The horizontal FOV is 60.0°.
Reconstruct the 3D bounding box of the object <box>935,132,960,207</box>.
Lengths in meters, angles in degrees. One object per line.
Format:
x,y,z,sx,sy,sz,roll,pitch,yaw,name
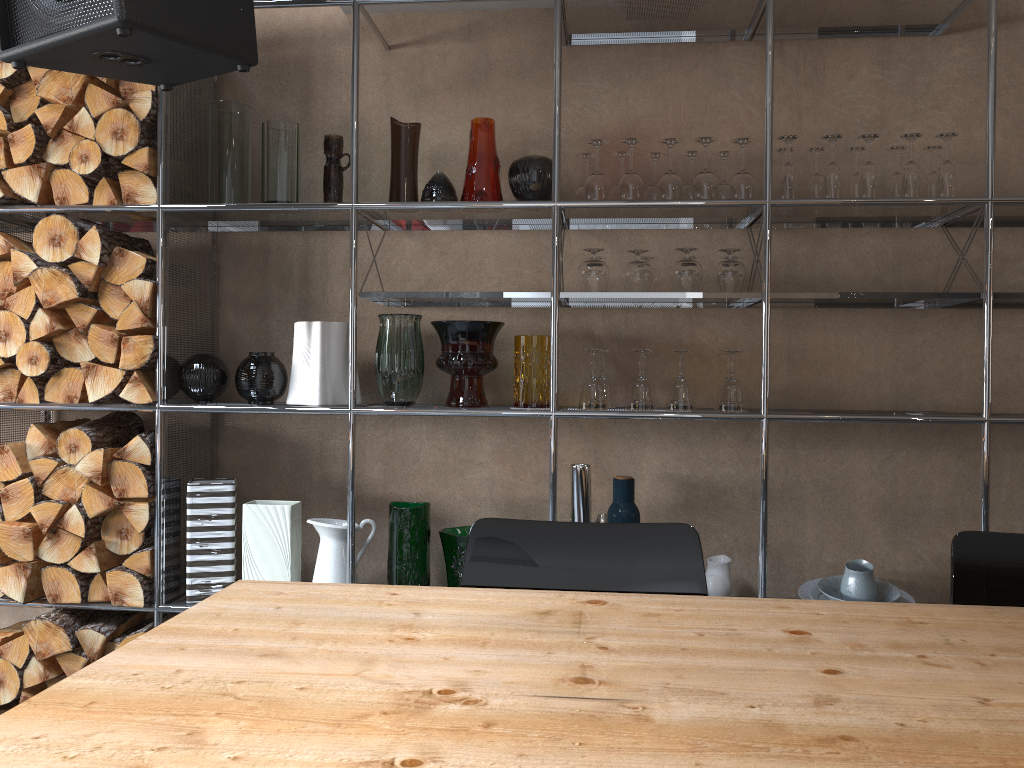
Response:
1.180,-0.579,2.405,0.060,0.191,0.060,1,1,32,object

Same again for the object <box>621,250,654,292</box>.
0.356,-0.314,2.509,0.092,0.124,0.092,1,1,32,object

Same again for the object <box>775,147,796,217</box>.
0.794,-0.585,2.577,0.060,0.191,0.060,1,1,32,object

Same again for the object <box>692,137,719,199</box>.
0.536,-0.584,2.458,0.071,0.184,0.070,0,1,-18,object

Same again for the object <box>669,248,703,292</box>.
0.484,-0.312,2.462,0.092,0.124,0.092,1,1,32,object

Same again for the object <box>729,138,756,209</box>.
0.641,-0.583,2.463,0.071,0.184,0.070,0,1,-18,object

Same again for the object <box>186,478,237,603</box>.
-0.892,0.461,2.634,0.139,0.347,0.140,0,1,-14,object

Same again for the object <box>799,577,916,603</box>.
0.981,0.614,2.530,0.311,0.058,0.308,1,1,14,object

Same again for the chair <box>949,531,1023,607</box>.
0.966,0.679,1.339,0.527,0.825,0.599,1,1,6,chair

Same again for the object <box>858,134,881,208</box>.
0.976,-0.582,2.426,0.060,0.191,0.060,1,1,32,object

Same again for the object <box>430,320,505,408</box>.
-0.130,-0.056,2.567,0.216,0.244,0.218,1,1,-4,object

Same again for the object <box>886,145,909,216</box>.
1.106,-0.582,2.546,0.060,0.191,0.060,1,1,32,object

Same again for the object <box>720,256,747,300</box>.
0.648,-0.312,2.620,0.092,0.124,0.092,1,1,32,object

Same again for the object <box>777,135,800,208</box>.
0.762,-0.584,2.447,0.060,0.191,0.060,1,1,32,object

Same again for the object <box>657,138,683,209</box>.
0.442,-0.585,2.475,0.071,0.184,0.070,0,1,-18,object

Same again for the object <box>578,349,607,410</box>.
0.229,-0.013,2.505,0.081,0.170,0.081,1,1,32,object

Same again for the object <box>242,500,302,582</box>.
-0.703,0.491,2.601,0.148,0.287,0.092,1,1,6,object

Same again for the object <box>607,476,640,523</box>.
0.332,0.462,2.649,0.099,0.372,0.099,0,1,-35,object

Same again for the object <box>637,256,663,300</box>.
0.403,-0.315,2.644,0.092,0.124,0.092,1,1,32,object

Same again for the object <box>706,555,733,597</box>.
0.598,0.580,2.592,0.102,0.142,0.100,0,1,-15,object

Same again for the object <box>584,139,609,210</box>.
0.238,-0.588,2.493,0.071,0.184,0.070,0,1,-18,object

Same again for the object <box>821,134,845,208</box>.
0.880,-0.583,2.435,0.060,0.191,0.060,1,1,32,object

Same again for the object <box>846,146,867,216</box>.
0.994,-0.583,2.557,0.060,0.191,0.060,1,1,42,object

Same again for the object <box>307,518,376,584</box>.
-0.509,0.515,2.601,0.146,0.245,0.171,1,1,36,object

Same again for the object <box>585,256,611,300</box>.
0.252,-0.316,2.660,0.092,0.124,0.092,1,1,32,object

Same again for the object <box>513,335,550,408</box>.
0.065,-0.035,2.546,0.120,0.206,0.120,0,1,-37,object

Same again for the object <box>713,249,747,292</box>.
0.606,-0.310,2.470,0.092,0.124,0.092,1,1,32,object

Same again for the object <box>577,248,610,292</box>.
0.230,-0.315,2.493,0.092,0.124,0.092,1,1,32,object

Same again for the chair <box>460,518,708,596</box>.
0.105,0.669,1.426,0.527,0.825,0.599,1,1,6,chair

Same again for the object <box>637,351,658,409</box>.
0.395,-0.013,2.647,0.081,0.170,0.081,1,1,2,object

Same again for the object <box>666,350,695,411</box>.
0.473,-0.010,2.489,0.081,0.170,0.081,1,1,2,object

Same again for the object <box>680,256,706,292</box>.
0.528,-0.313,2.632,0.092,0.124,0.092,1,1,32,object

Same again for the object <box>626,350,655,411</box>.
0.364,-0.011,2.505,0.081,0.170,0.081,1,1,2,object

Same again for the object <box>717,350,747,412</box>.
0.613,-0.008,2.467,0.081,0.170,0.081,1,1,32,object

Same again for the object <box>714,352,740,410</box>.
0.639,-0.010,2.617,0.081,0.170,0.081,1,1,32,object

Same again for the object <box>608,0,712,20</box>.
0.436,-1.151,2.570,0.311,0.164,0.322,1,1,-6,object

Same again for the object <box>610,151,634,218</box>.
0.325,-0.588,2.625,0.071,0.184,0.070,0,1,-18,object

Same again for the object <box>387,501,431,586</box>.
-0.300,0.493,2.586,0.130,0.295,0.125,1,1,31,object

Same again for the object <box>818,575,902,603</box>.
0.966,0.594,2.468,0.217,0.080,0.215,1,1,14,object

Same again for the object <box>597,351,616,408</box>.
0.271,-0.014,2.656,0.081,0.170,0.081,1,1,32,object

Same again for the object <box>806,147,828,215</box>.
0.882,-0.584,2.568,0.060,0.191,0.060,1,1,32,object

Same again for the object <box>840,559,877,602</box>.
0.966,0.560,2.471,0.098,0.136,0.101,0,1,-11,object

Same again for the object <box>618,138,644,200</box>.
0.332,-0.586,2.477,0.071,0.184,0.070,0,1,-18,object

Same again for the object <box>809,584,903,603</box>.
0.970,0.610,2.505,0.249,0.052,0.246,1,1,14,object

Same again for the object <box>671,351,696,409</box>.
0.503,-0.011,2.621,0.081,0.170,0.081,1,1,2,object

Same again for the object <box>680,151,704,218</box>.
0.529,-0.586,2.611,0.071,0.184,0.070,0,1,-18,object

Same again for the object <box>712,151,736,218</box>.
0.623,-0.585,2.608,0.071,0.184,0.070,0,1,-18,object

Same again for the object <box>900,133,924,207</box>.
1.087,-0.581,2.415,0.060,0.191,0.060,1,1,32,object

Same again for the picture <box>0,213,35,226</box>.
-1.802,-0.952,2.943,0.529,0.863,0.090,1,1,6,picture

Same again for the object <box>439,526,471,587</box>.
-0.120,0.534,2.562,0.157,0.219,0.161,0,1,-38,object

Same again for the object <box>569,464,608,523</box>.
0.223,0.438,2.530,0.129,0.420,0.129,1,1,9,object

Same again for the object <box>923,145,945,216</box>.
1.206,-0.581,2.536,0.060,0.191,0.060,1,1,32,object

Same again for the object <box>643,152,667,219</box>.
0.425,-0.587,2.632,0.071,0.184,0.070,0,1,-18,object
